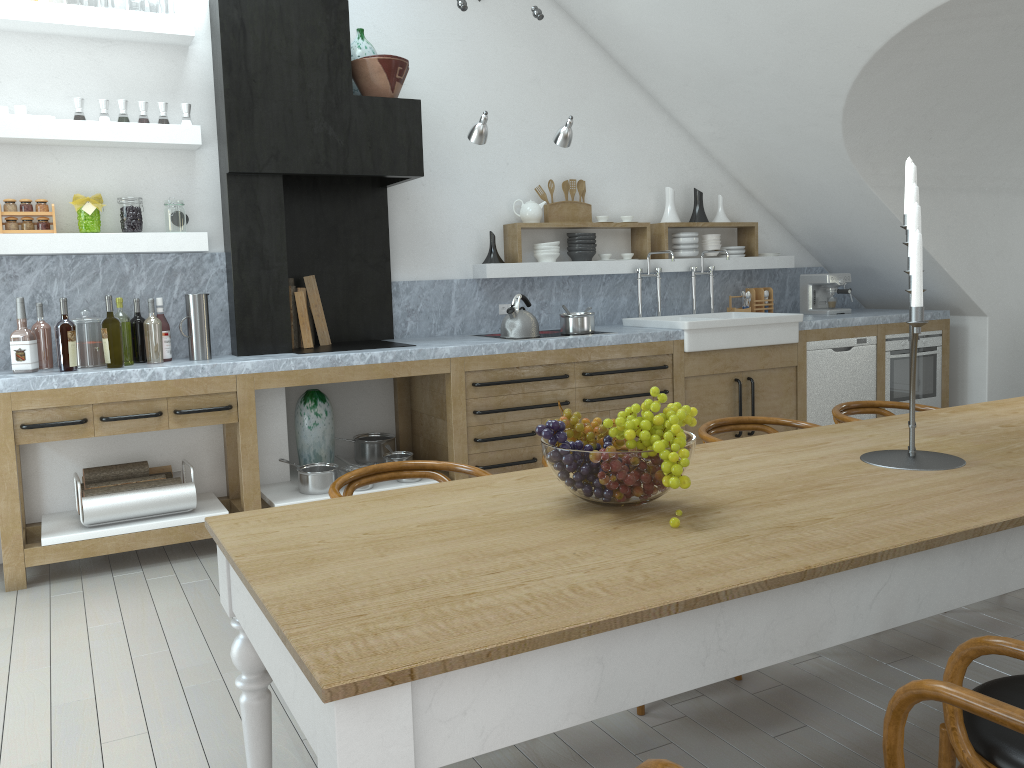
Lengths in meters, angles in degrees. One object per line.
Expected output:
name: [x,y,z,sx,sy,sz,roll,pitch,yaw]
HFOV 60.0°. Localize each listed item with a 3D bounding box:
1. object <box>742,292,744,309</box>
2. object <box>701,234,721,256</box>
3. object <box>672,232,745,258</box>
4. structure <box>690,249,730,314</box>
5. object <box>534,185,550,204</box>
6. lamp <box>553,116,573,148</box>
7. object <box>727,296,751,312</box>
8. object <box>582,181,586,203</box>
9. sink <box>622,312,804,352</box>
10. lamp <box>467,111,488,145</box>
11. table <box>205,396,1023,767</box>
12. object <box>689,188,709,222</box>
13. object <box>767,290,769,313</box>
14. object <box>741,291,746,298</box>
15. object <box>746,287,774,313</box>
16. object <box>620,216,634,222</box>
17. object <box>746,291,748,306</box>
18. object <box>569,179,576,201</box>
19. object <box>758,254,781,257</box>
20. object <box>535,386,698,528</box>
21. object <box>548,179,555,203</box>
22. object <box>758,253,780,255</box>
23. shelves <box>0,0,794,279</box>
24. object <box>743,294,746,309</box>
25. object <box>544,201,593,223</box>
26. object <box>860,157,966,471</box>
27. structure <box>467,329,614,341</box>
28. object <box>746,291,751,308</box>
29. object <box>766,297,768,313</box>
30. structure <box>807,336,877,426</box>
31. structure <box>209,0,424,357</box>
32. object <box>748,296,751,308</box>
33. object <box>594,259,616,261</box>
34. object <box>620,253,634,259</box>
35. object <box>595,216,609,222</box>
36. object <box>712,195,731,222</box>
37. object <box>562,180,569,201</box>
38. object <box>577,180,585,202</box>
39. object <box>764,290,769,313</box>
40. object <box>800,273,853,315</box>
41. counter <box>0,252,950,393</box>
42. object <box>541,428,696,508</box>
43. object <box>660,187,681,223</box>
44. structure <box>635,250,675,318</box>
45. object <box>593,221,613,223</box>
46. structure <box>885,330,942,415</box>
object: [1.798,-0.620,6.886,0.022,0.195,0.019,-6,7,-39]
object: [1.514,-1.054,6.739,0.158,0.159,0.154,-2,6,1]
object: [1.502,-1.054,6.760,0.657,0.195,0.198,-6,7,-28]
structure: [1.499,-0.721,6.518,0.333,0.528,0.214,3,8,43]
object: [0.249,-1.250,6.138,0.199,0.258,0.016,-4,6,-17]
lamp: [0.321,-1.495,5.278,0.112,0.176,0.169,-6,7,-35]
object: [1.764,-0.605,6.891,0.173,0.171,0.100,-5,6,-26]
object: [0.505,-1.291,6.272,0.057,0.293,0.030,-5,6,-27]
sink: [1.390,-0.371,6.168,1.022,0.201,0.728,-5,8,-27]
lamp: [-0.193,-1.443,5.017,0.115,0.178,0.165,-3,6,-9]
table: [1.008,0.612,2.437,3.352,0.797,1.020,-5,7,-27]
object: [1.412,-1.351,6.708,0.156,0.267,0.156,-4,6,-23]
object: [2.019,-0.642,7.005,0.022,0.195,0.019,-5,6,-26]
object: [1.807,-0.627,6.911,0.040,0.192,0.042,-1,5,10]
object: [1.955,-0.650,7.000,0.200,0.222,0.104,-5,6,-27]
object: [0.835,-1.191,6.424,0.098,0.048,0.099,-6,8,-30]
object: [1.820,-0.621,6.884,0.018,0.195,0.023,-5,6,-32]
object: [0.425,-1.282,6.208,0.057,0.298,0.019,-5,6,-27]
object: [2.028,-1.017,7.050,0.214,0.025,0.213,-8,9,-40]
object: [0.246,0.144,2.041,0.394,0.283,0.293,1,7,27]
object: [0.280,-1.271,6.155,0.055,0.298,0.028,-5,6,-27]
object: [2.028,-1.026,7.050,0.214,0.025,0.213,-8,9,-40]
shelves: [-0.210,-1.362,5.699,5.557,1.358,0.480,-6,7,-33]
object: [1.802,-0.609,6.867,0.019,0.178,0.044,1,6,27]
object: [0.392,-1.201,6.208,0.354,0.157,0.084,-5,7,-27]
object: [1.124,-0.231,2.447,0.266,0.873,0.777,2,7,36]
structure: [0.186,-0.298,5.655,0.738,0.041,0.649,-5,8,-27]
object: [1.830,-0.622,6.868,0.040,0.192,0.042,-1,5,9]
object: [2.012,-0.641,6.997,0.018,0.196,0.020,-2,5,-5]
structure: [2.238,0.058,6.628,0.725,0.820,0.600,-5,7,-27]
structure: [-1.129,-1.148,5.084,1.076,1.879,0.782,-5,6,-27]
object: [1.837,-0.612,6.881,0.020,0.178,0.044,-7,7,-42]
object: [0.669,-0.884,6.359,0.164,0.012,0.164,-3,7,-10]
object: [0.838,-0.924,6.445,0.098,0.048,0.099,-6,8,-30]
object: [0.645,-1.173,6.326,0.098,0.048,0.099,-6,8,-30]
object: [1.607,-1.346,6.821,0.156,0.218,0.156,4,8,44]
object: [0.386,-1.281,6.210,0.061,0.298,0.040,-5,6,-30]
object: [0.480,-1.287,6.240,0.068,0.297,0.039,-5,6,-27]
object: [2.004,-0.642,6.983,0.040,0.192,0.042,0,6,23]
object: [2.506,-0.703,6.927,0.324,0.319,0.387,-5,7,-27]
counter: [0.371,-0.588,5.809,6.582,0.618,0.963,-6,7,-27]
object: [0.249,0.202,2.076,0.360,0.159,0.361,4,9,43]
object: [1.177,-1.329,6.590,0.156,0.267,0.156,-6,7,-38]
structure: [1.066,-0.679,6.294,0.333,0.528,0.214,3,8,43]
object: [0.646,-1.149,6.328,0.164,0.012,0.164,-3,7,-10]
structure: [2.906,-0.101,6.962,0.633,0.635,0.632,-5,7,-27]
